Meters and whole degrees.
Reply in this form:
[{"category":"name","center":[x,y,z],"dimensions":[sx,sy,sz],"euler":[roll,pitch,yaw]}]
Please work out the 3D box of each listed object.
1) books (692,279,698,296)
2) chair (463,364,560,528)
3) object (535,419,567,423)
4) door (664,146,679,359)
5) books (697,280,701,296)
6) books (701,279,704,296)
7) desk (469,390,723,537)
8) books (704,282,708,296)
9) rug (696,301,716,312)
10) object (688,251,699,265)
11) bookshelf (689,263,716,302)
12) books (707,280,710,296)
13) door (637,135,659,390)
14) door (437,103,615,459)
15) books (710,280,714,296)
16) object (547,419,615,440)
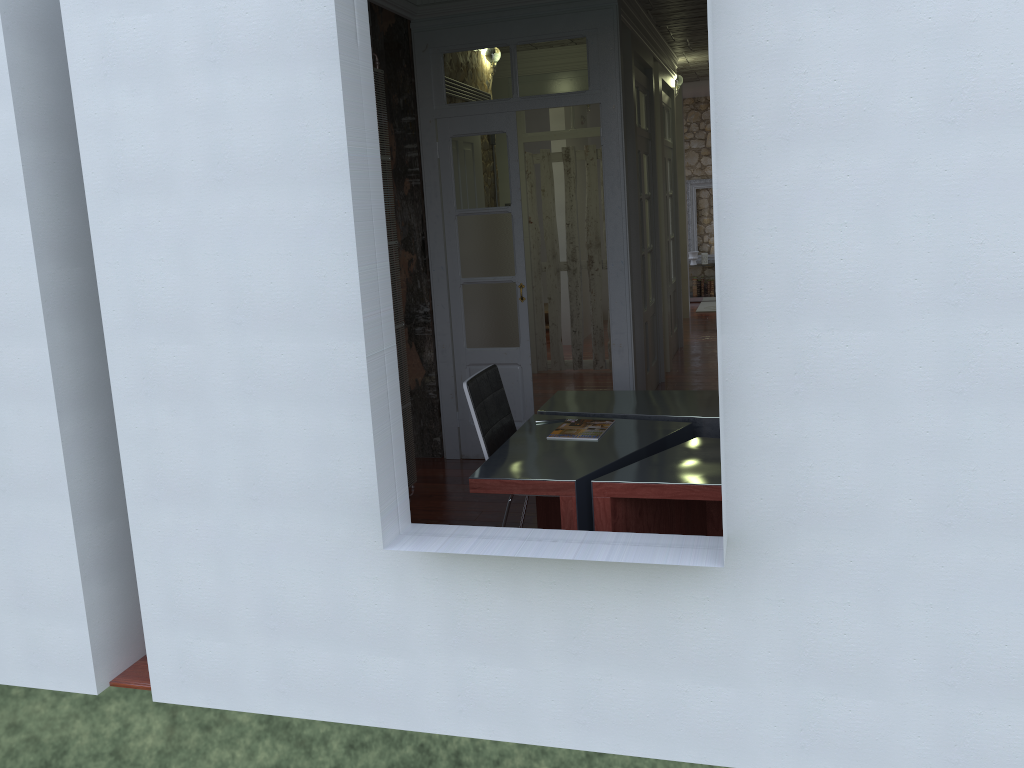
[{"category":"books","center":[2.769,-1.468,13.376],"dimensions":[0.066,0.261,0.199],"euler":[-1,10,16]},{"category":"chair","center":[0.157,0.399,3.828],"dimensions":[0.601,0.912,0.479],"euler":[-1,10,16]},{"category":"object","center":[0.178,0.162,3.959],"dimensions":[0.149,0.011,0.011],"euler":[-5,10,-8]},{"category":"door","center":[1.553,-1.300,8.793],"dimensions":[0.041,2.069,1.086],"euler":[-1,10,16]},{"category":"books","center":[2.825,-1.448,13.349],"dimensions":[0.057,0.227,0.191],"euler":[-1,10,16]},{"category":"books","center":[2.868,-1.465,13.315],"dimensions":[0.044,0.268,0.141],"euler":[-1,10,16]},{"category":"desk","center":[0.882,0.504,3.716],"dimensions":[1.712,0.648,1.459],"euler":[0,12,16]},{"category":"books","center":[2.916,-1.428,13.314],"dimensions":[0.048,0.190,0.145],"euler":[-1,10,16]},{"category":"rug","center":[3.163,-1.099,12.435],"dimensions":[1.067,0.016,1.078],"euler":[0,12,16]},{"category":"object","center":[2.701,-1.872,13.187],"dimensions":[0.173,0.191,0.172],"euler":[-1,10,16]},{"category":"bookshelf","center":[3.065,-1.524,13.221],"dimensions":[1.400,0.545,0.404],"euler":[0,10,16]},{"category":"books","center":[2.961,-1.447,13.314],"dimensions":[0.038,0.221,0.160],"euler":[-1,10,16]},{"category":"door","center":[1.062,-0.920,7.095],"dimensions":[0.041,2.069,1.086],"euler":[-1,10,16]},{"category":"door","center":[0.208,-0.592,5.524],"dimensions":[1.188,2.164,0.485],"euler":[-5,9,-9]},{"category":"books","center":[3.005,-1.449,13.298],"dimensions":[0.057,0.226,0.172],"euler":[-1,10,16]},{"category":"object","center":[0.299,0.195,3.787],"dimensions":[0.223,0.012,0.310],"euler":[1,12,21]}]
